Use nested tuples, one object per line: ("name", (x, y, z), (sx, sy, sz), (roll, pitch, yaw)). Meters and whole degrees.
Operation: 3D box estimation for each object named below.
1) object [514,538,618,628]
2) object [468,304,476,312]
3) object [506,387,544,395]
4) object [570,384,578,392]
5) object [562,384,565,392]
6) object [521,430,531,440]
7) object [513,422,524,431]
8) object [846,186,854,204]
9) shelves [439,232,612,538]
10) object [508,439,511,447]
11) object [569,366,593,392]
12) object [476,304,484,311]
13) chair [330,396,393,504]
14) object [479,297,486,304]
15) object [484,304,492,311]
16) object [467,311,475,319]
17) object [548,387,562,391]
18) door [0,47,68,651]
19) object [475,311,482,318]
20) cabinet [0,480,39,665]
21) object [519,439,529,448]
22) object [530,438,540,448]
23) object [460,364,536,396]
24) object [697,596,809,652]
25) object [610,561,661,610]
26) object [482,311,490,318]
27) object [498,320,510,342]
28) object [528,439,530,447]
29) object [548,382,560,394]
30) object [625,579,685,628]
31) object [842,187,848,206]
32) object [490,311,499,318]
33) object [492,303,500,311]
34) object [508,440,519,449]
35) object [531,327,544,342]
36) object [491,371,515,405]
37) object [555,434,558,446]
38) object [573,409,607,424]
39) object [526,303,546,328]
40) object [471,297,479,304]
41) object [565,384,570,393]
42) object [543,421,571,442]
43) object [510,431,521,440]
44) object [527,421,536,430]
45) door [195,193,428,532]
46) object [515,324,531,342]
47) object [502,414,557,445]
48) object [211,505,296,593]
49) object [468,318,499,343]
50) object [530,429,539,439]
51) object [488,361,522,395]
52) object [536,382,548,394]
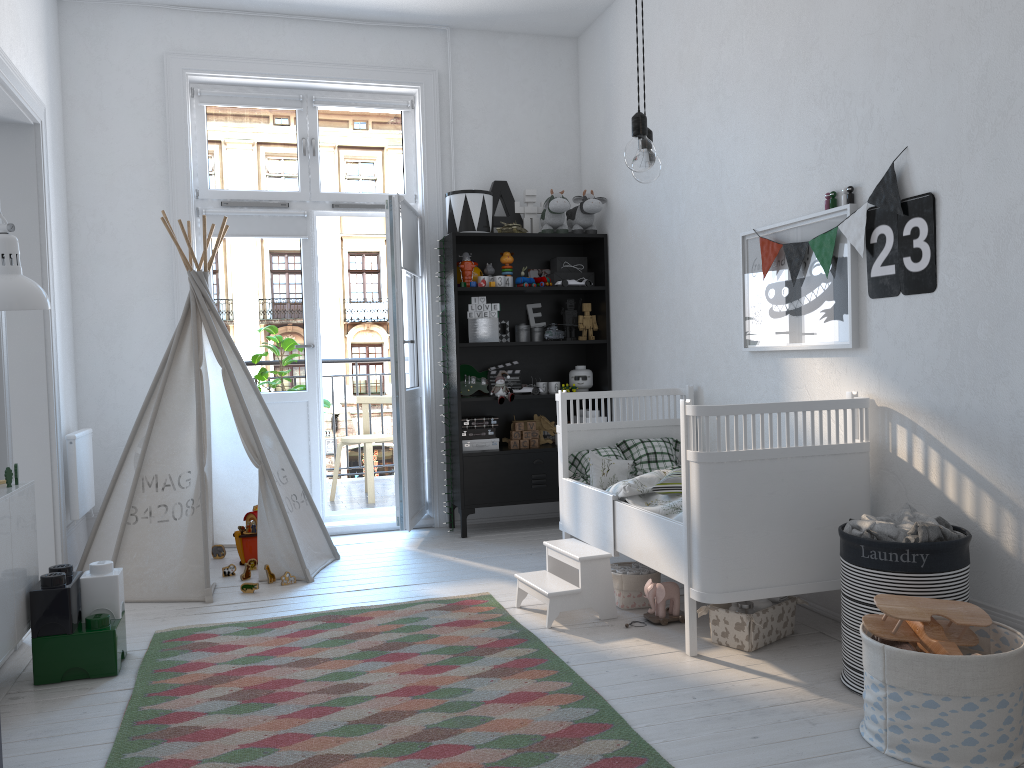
("object", (0.200, 0.754, 3.404), (0.288, 0.246, 0.332), (-2, 2, -22))
("object", (-0.224, -0.425, 4.957), (0.040, 0.040, 0.040), (-2, 2, -7))
("object", (0.066, 0.039, 5.082), (0.230, 0.048, 0.098), (-1, 2, 8))
("object", (0.358, 0.025, 5.130), (0.042, 0.054, 0.031), (-1, 2, 29))
("object", (0.295, 0.028, 5.087), (0.031, 0.054, 0.042), (0, 2, 34))
("object", (0.080, 0.291, 5.075), (0.050, 0.050, 0.050), (-2, 2, -17))
("object", (0.038, 0.243, 5.074), (0.050, 0.050, 0.050), (-2, 2, -17))
("object", (1.159, -0.647, 3.036), (0.025, 0.064, 0.025), (-3, 2, -23))
("shelves", (0.088, -0.009, 5.142), (0.911, 1.678, 0.353), (-2, 2, -17))
("object", (0.009, 0.342, 5.113), (0.050, 0.050, 0.050), (-2, 2, -17))
("object", (0.407, -0.027, 5.227), (0.139, 0.162, 0.139), (-3, 3, -42))
("object", (-0.179, -0.426, 4.959), (0.040, 0.040, 0.040), (-2, 2, 3))
("chair", (-1.006, 0.445, 6.272), (0.436, 0.716, 0.498), (-1, 2, 28))
("object", (-0.166, -0.467, 4.958), (0.040, 0.040, 0.040), (-2, 2, -7))
("object", (-0.133, -0.427, 4.960), (0.040, 0.040, 0.040), (-1, 2, 13))
("object", (-0.229, -0.384, 4.959), (0.040, 0.040, 0.040), (-2, 2, -2))
("object", (0.243, 0.033, 5.291), (0.163, 0.034, 0.069), (-2, 2, -17))
("door", (-2.164, -0.144, 3.708), (0.505, 2.178, 1.465), (-3, 2, -32))
("object", (-0.190, -0.386, 4.968), (0.040, 0.040, 0.040), (-2, 2, -12))
("cabinet", (-1.523, 0.557, 2.455), (0.182, 0.454, 0.970), (-2, 2, -17))
("object", (0.067, 0.342, 5.073), (0.050, 0.050, 0.050), (-2, 2, -12))
("object", (0.131, 0.339, 5.092), (0.050, 0.050, 0.050), (-1, 2, 13))
("object", (-0.088, -0.003, 5.218), (0.542, 0.239, 0.093), (-2, 2, -16))
("object", (0.825, 0.787, 3.031), (0.360, 0.163, 0.242), (-3, 2, -42))
("object", (0.483, 0.792, 3.520), (0.215, 0.148, 0.240), (-2, 2, -10))
("object", (-0.146, -0.387, 4.961), (0.040, 0.040, 0.040), (-2, 2, -2))
("object", (-0.052, -0.308, 5.230), (0.070, 0.135, 0.028), (-2, 2, -17))
("object", (0.121, 0.338, 5.150), (0.050, 0.050, 0.050), (-2, 2, -17))
("object", (0.245, 0.022, 5.127), (0.067, 0.067, 0.067), (-2, 2, -3))
("object", (0.519, 0.797, 3.249), (0.254, 0.152, 0.125), (-2, 2, -18))
("object", (1.151, -0.647, 3.060), (0.025, 0.064, 0.025), (-3, 2, -21))
("object", (-0.100, -0.388, 4.962), (0.040, 0.040, 0.040), (-1, 2, 13))
("object", (-0.089, -0.429, 4.961), (0.040, 0.040, 0.040), (-1, 2, 8))
("object", (0.010, 0.344, 5.056), (0.050, 0.050, 0.050), (-2, 2, -17))
("object", (0.181, -0.293, 5.177), (0.078, 0.091, 0.246), (-3, 2, -22))
("object", (-0.051, 0.019, 4.925), (0.110, 0.186, 0.129), (-3, 2, -30))
("object", (0.285, 0.323, 5.159), (0.067, 0.067, 0.067), (-2, 2, -3))
("object", (0.454, 0.251, 5.234), (0.132, 0.199, 0.267), (-2, 2, -17))
("object", (0.144, -0.408, 5.295), (0.107, 0.151, 0.055), (-2, 2, -17))
("object", (-0.208, -0.465, 4.956), (0.040, 0.040, 0.040), (-2, 2, -12))
("object", (0.320, 0.025, 5.150), (0.042, 0.054, 0.031), (-2, 2, -16))
("object", (0.230, 0.291, 5.353), (0.347, 0.120, 0.034), (-2, 2, -17))
("object", (0.020, 0.293, 5.078), (0.050, 0.050, 0.050), (-2, 2, -17))
("object", (0.113, 0.240, 5.099), (0.050, 0.050, 0.050), (-2, 2, 3))
("door", (-1.071, -0.106, 4.907), (1.263, 1.839, 0.636), (-2, 2, -15))
("object", (0.063, -0.299, 5.229), (0.095, 0.110, 0.095), (-2, 2, -12))
("object", (0.109, 0.271, 5.223), (0.337, 0.186, 0.111), (-2, 2, -2))
("object", (-1.196, 0.753, 4.246), (0.385, 0.284, 0.856), (-3, 2, -25))
("object", (-0.160, -0.300, 5.000), (0.170, 0.138, 0.124), (-2, 2, -2))
("object", (0.124, 0.289, 5.117), (0.050, 0.050, 0.050), (-2, 2, -17))
("object", (-0.042, -0.036, 5.204), (0.200, 0.199, 0.048), (-2, 2, -17))
("object", (0.175, 0.023, 5.155), (0.067, 0.067, 0.067), (-2, 2, -3))
